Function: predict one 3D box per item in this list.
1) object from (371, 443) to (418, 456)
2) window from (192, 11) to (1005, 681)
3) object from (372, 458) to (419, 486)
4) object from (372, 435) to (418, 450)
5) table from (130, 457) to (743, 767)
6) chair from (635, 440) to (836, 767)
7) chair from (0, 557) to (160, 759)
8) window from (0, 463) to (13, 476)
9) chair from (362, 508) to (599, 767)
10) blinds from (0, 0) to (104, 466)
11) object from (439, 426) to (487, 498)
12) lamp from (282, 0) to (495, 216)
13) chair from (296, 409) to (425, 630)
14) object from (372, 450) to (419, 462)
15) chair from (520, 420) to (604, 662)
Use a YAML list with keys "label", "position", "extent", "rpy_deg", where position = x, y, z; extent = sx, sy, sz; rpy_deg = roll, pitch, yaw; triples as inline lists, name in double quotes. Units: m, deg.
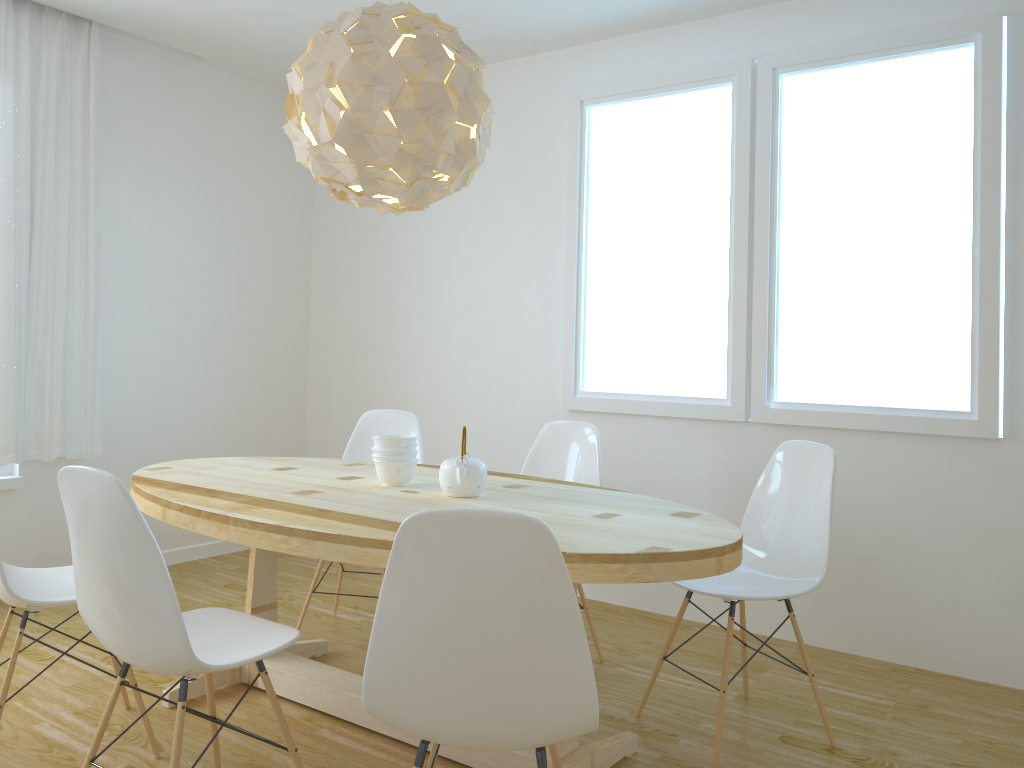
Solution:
- label: "object"
  position: [-0.383, 0.239, 2.879]
  extent: [0.150, 0.096, 0.152]
  rpy_deg: [1, 1, -38]
- label: "window"
  position: [0.329, -0.374, 2.823]
  extent: [1.881, 2.056, 2.546]
  rpy_deg: [1, 0, 36]
- label: "object"
  position: [-0.378, 0.286, 2.880]
  extent: [0.152, 0.083, 0.152]
  rpy_deg: [1, 1, -15]
- label: "object"
  position: [-0.381, 0.211, 2.882]
  extent: [0.152, 0.087, 0.152]
  rpy_deg: [1, 1, -26]
- label: "table"
  position: [-0.369, 0.696, 2.739]
  extent: [2.191, 0.726, 1.192]
  rpy_deg: [3, 1, 34]
- label: "chair"
  position: [0.733, 0.636, 2.799]
  extent: [0.522, 0.903, 0.430]
  rpy_deg: [2, -1, -24]
- label: "chair"
  position: [-1.309, 0.592, 2.526]
  extent: [0.522, 0.903, 0.430]
  rpy_deg: [2, -1, -34]
- label: "window"
  position: [-3.113, -0.527, 3.036]
  extent: [0.088, 1.920, 2.724]
  rpy_deg: [0, 0, 36]
- label: "chair"
  position: [-0.048, 0.652, 1.724]
  extent: [0.430, 0.903, 0.522]
  rpy_deg: [1, -1, 6]
- label: "blinds"
  position: [-2.186, -0.717, 3.998]
  extent: [0.150, 2.163, 0.793]
  rpy_deg: [0, -2, 36]
- label: "object"
  position: [-0.157, 0.234, 2.692]
  extent: [0.147, 0.212, 0.177]
  rpy_deg: [1, 0, 35]
- label: "lamp"
  position: [-0.365, -1.081, 2.751]
  extent: [0.639, 1.137, 0.646]
  rpy_deg: [1, -1, 35]
- label: "chair"
  position: [-0.603, 0.571, 3.687]
  extent: [0.430, 0.903, 0.522]
  rpy_deg: [1, -1, 11]
- label: "object"
  position: [-0.381, 0.263, 2.880]
  extent: [0.151, 0.093, 0.152]
  rpy_deg: [1, 1, -15]
- label: "chair"
  position: [0.081, 0.601, 3.347]
  extent: [0.430, 0.903, 0.522]
  rpy_deg: [1, -1, 36]
